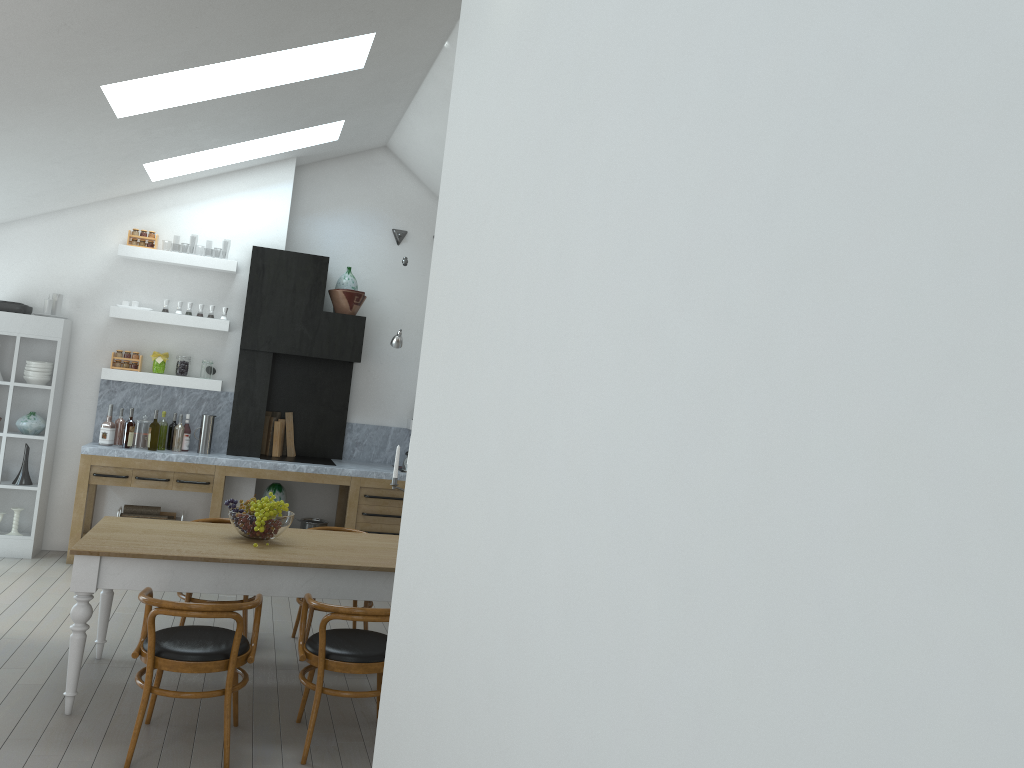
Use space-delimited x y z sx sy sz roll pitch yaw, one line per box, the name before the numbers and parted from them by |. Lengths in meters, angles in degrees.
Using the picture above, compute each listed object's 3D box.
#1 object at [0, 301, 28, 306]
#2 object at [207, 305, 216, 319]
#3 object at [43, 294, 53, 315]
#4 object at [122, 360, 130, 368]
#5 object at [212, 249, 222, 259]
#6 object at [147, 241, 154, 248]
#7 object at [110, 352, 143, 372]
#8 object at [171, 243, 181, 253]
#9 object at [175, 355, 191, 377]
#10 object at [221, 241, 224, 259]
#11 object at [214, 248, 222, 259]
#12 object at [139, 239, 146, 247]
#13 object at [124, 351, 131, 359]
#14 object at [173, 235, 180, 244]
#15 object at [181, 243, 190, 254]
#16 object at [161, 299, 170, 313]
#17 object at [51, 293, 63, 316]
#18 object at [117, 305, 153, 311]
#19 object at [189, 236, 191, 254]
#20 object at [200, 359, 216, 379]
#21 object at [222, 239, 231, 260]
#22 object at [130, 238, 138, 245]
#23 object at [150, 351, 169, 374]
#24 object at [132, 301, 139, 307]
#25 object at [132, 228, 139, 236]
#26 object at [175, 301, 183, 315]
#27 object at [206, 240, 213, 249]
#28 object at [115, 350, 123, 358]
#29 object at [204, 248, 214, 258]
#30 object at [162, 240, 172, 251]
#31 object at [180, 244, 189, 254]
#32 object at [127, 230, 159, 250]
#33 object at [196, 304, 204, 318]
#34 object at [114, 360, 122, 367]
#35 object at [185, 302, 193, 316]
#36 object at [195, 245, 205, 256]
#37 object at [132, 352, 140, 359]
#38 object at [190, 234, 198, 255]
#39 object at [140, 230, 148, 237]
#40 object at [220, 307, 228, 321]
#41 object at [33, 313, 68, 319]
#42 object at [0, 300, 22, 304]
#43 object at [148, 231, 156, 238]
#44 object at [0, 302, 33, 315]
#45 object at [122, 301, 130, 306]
object | -4.203 -0.618 7.425 0.238 0.120 0.238 7 -1 -16
object | -2.692 -0.643 7.939 0.067 0.124 0.064 7 -3 -22
object | -3.907 -0.661 7.463 0.054 0.196 0.054 6 -3 9
object | -3.377 -0.169 7.761 0.059 0.075 0.058 6 -2 7
object | -2.670 -1.163 8.016 0.094 0.093 0.093 6 -2 17
object | -3.194 -1.229 7.831 0.059 0.075 0.058 6 -2 7
object | -3.372 -0.192 7.762 0.237 0.146 0.120 7 -2 -16
object | -2.984 -1.197 7.862 0.077 0.085 0.077 6 -2 17
object | -2.926 -0.160 7.874 0.120 0.183 0.120 6 -2 -1
object | -2.593 -1.198 7.992 0.054 0.179 0.054 9 -3 -40
object | -2.635 -1.164 7.932 0.071 0.099 0.071 5 -3 38
object | -3.258 -1.237 7.813 0.059 0.075 0.058 6 -2 7
object | -3.368 -0.254 7.765 0.059 0.075 0.058 6 -2 7
object | -3.004 -1.241 7.924 0.048 0.169 0.048 7 -3 -8
object | -2.901 -1.195 7.856 0.071 0.099 0.071 5 -3 38
object | -3.061 -0.686 7.843 0.067 0.124 0.064 7 -3 -22
object | -3.890 -0.665 7.569 0.071 0.211 0.072 6 -3 8
object | -3.309 -0.663 7.775 0.294 0.025 0.113 7 -1 -16
object | -2.859 -1.229 7.916 0.054 0.179 0.054 9 -3 -40
object | -2.722 -0.133 7.935 0.103 0.178 0.207 6 -2 6
object | -2.559 -1.199 7.938 0.063 0.187 0.063 4 -3 42
object | -3.322 -1.244 7.795 0.059 0.075 0.058 6 -2 7
object | -3.115 -0.189 7.818 0.163 0.199 0.128 7 -2 -21
object | -3.306 -0.690 7.777 0.054 0.071 0.054 7 -2 -17
object | -3.312 -1.330 7.799 0.059 0.075 0.058 6 -2 7
object | -2.955 -0.674 7.874 0.067 0.124 0.064 7 -3 -22
object | -2.739 -1.209 8.001 0.048 0.169 0.048 7 -3 -8
object | -3.432 -0.262 7.747 0.059 0.075 0.058 6 -2 7
object | -2.718 -1.166 7.938 0.077 0.085 0.077 6 -2 17
object | -3.068 -1.217 7.868 0.082 0.105 0.081 4 -3 42
object | -2.935 -1.194 7.940 0.094 0.093 0.093 6 -2 17
object | -3.253 -1.260 7.814 0.237 0.146 0.120 7 -2 -16
object | -2.783 -0.653 7.922 0.067 0.124 0.064 7 -3 -22
object | -3.441 -0.176 7.743 0.059 0.075 0.058 6 -2 7
object | -2.869 -0.664 7.883 0.067 0.124 0.064 7 -3 -22
object | -2.803 -1.186 7.945 0.082 0.105 0.081 4 -3 42
object | -3.304 -0.247 7.784 0.059 0.075 0.058 6 -2 7
object | -2.824 -1.230 7.862 0.063 0.187 0.063 4 -3 42
object | -3.248 -1.323 7.817 0.059 0.075 0.058 6 -2 7
object | -2.585 -0.630 7.970 0.067 0.124 0.064 7 -3 -22
object | -3.910 -0.570 7.513 0.150 0.025 0.294 6 -1 8
object | -4.202 -0.627 7.425 0.170 0.120 0.170 7 -2 -16
object | -3.184 -1.315 7.836 0.059 0.075 0.058 6 -2 7
object | -4.204 -0.608 7.424 0.298 0.120 0.298 7 -1 -16
object | -3.378 -0.693 7.758 0.058 0.061 0.057 7 -2 -17
